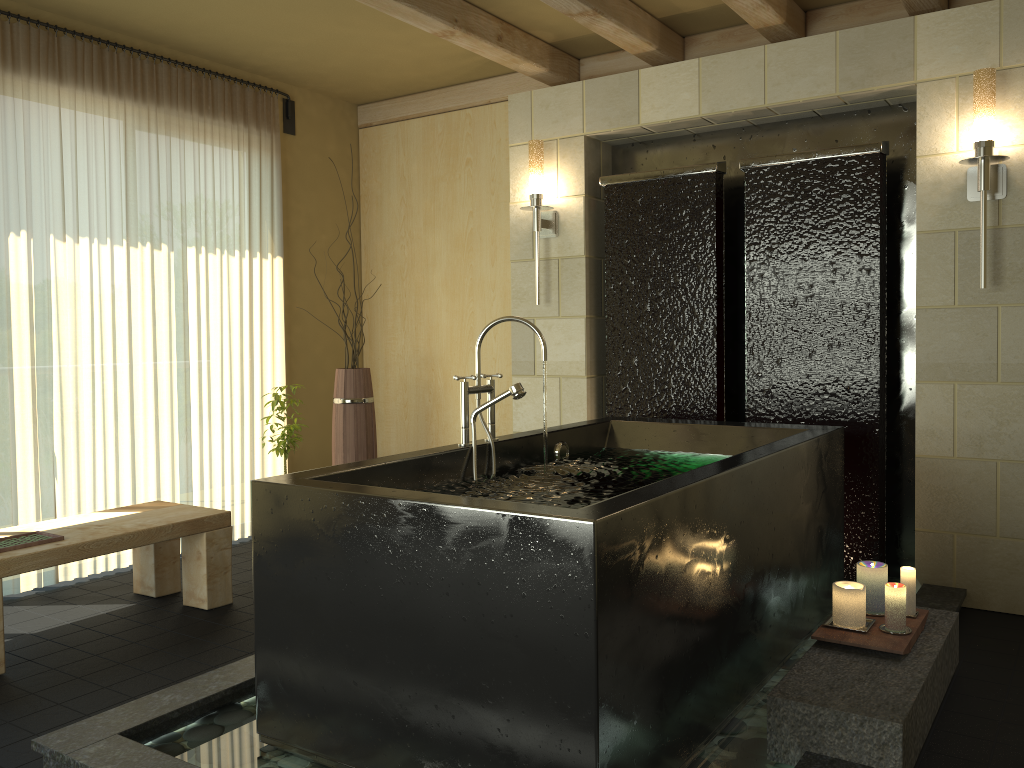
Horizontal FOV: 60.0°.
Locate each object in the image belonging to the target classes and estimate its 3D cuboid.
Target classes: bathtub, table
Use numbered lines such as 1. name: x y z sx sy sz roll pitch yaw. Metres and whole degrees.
1. bathtub: 0.319 0.340 3.022 1.068 1.161 2.133 1 3 34
2. table: -1.726 0.770 3.502 0.513 0.400 1.125 1 3 34

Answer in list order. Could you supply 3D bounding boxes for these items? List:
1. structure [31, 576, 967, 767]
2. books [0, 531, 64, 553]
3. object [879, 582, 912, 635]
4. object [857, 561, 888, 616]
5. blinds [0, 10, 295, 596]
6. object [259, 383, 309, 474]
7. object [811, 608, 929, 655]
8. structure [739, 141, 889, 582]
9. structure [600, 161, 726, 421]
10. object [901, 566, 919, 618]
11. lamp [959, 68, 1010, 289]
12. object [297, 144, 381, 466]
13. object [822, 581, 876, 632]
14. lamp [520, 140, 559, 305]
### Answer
1. structure: 0.598 1.063 3.397 1.972 0.635 3.802 1 4 34
2. books: -1.822 0.579 3.224 0.181 0.014 0.294 1 4 34
3. object: 1.150 0.671 2.660 0.091 0.139 0.091 1 3 29
4. object: 1.156 0.654 2.846 0.112 0.154 0.112 1 3 29
5. blinds: -1.804 -0.393 4.555 0.064 2.579 1.945 1 3 32
6. object: -1.139 0.447 4.449 0.242 0.929 0.266 -2 2 -18
7. object: 1.114 0.753 2.742 0.254 0.031 0.441 1 4 34
8. structure: 1.342 -0.015 3.985 0.641 2.066 0.094 1 3 34
9. structure: 0.739 -0.029 4.386 0.641 2.066 0.094 1 3 34
10. object: 1.252 0.656 2.802 0.056 0.151 0.056 1 3 34
11. lamp: 1.832 -0.790 3.441 0.176 0.837 0.188 1 3 34
12. object: -0.939 -0.194 4.837 0.468 2.179 0.463 -1 2 -6
13. object: 1.034 0.677 2.719 0.131 0.124 0.131 1 3 34
14. lamp: 0.132 -0.827 4.570 0.176 0.837 0.188 1 3 34
